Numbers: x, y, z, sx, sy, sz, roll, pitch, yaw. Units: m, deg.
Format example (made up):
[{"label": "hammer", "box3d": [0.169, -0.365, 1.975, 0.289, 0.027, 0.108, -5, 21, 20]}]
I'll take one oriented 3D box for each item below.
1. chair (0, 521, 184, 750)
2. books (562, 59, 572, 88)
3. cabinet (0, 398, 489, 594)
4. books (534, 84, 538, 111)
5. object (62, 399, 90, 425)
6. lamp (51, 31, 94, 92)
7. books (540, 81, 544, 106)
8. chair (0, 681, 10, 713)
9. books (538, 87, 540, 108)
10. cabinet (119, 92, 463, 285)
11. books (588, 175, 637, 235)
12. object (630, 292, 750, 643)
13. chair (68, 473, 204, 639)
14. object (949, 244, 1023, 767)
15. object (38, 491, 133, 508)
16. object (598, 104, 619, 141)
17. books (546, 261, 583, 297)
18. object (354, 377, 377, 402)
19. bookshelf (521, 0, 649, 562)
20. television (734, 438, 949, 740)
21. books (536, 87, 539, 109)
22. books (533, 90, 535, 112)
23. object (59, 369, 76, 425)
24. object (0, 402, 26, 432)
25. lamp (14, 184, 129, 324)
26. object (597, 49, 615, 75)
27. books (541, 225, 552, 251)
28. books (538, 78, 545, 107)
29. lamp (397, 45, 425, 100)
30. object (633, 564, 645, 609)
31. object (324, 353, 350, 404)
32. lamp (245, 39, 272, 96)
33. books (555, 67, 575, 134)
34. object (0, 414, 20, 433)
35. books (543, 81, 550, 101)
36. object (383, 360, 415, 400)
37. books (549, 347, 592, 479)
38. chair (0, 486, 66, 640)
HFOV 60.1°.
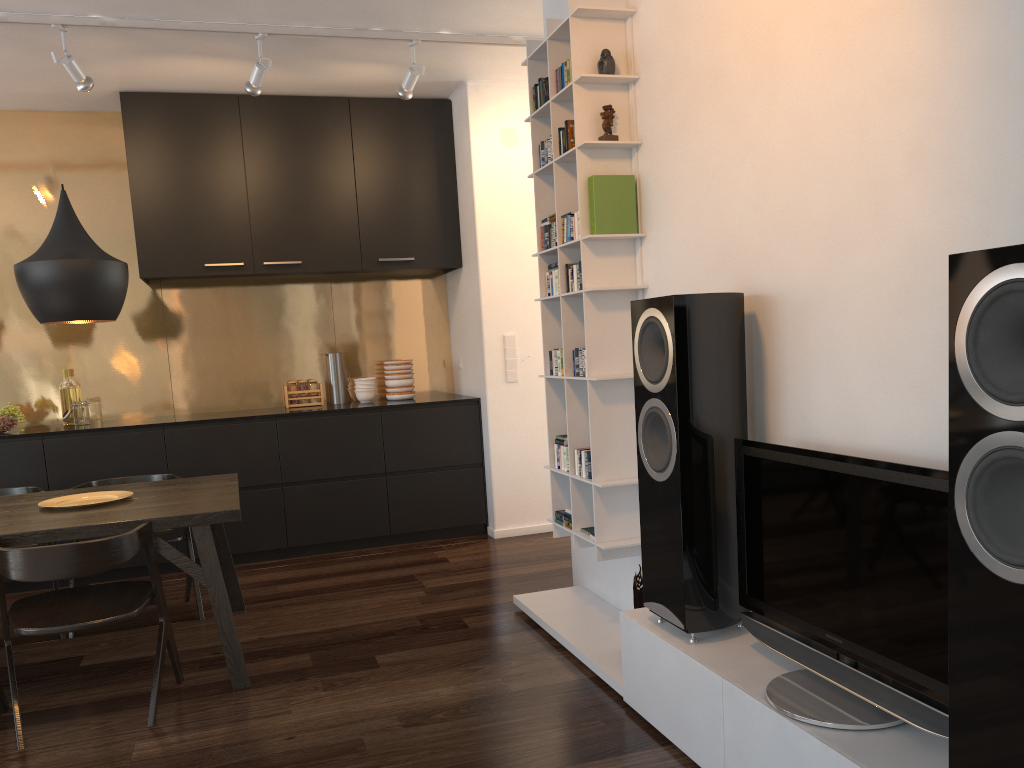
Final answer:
[{"label": "chair", "box3d": [-1.506, 0.845, 3.114, 0.592, 0.676, 0.517, -5, 6, -19]}, {"label": "books", "box3d": [0.260, -1.153, 3.281, 0.101, 0.111, 0.160, -5, 4, -17]}, {"label": "cabinet", "box3d": [-2.687, 0.709, 5.292, 5.053, 0.908, 0.728, -4, 5, -17]}, {"label": "books", "box3d": [0.127, -1.161, 3.596, 0.069, 0.108, 0.023, -5, 7, -17]}, {"label": "object", "box3d": [-2.619, 0.172, 5.332, 0.176, 0.153, 0.088, -7, 7, -40]}, {"label": "lamp", "box3d": [-1.760, -0.727, 4.897, 0.089, 1.862, 1.820, -1, 5, 17]}, {"label": "books", "box3d": [0.151, -1.156, 3.525, 0.074, 0.100, 0.019, -5, 7, -17]}, {"label": "chair", "box3d": [-2.089, 0.889, 2.934, 0.592, 0.676, 0.517, -5, 6, -17]}, {"label": "books", "box3d": [0.140, -1.153, 3.567, 0.069, 0.093, 0.013, -5, 7, -17]}, {"label": "cabinet", "box3d": [-1.351, -1.221, 5.617, 1.951, 1.059, 0.528, -5, 6, -17]}, {"label": "books", "box3d": [0.369, -0.652, 3.246, 0.165, 0.216, 0.049, -5, 7, -17]}, {"label": "object", "box3d": [0.559, 0.243, 2.654, 0.280, 1.011, 0.293, -5, 7, -17]}, {"label": "chair", "box3d": [-1.838, 0.809, 4.299, 0.592, 0.676, 0.517, -5, 6, -18]}, {"label": "object", "box3d": [0.938, 0.276, 1.466, 0.280, 1.011, 0.293, -5, 7, -17]}, {"label": "object", "box3d": [-1.749, 0.479, 3.637, 0.355, 0.017, 0.354, -4, 3, -14]}, {"label": "object", "box3d": [0.349, -0.941, 3.204, 0.064, 0.141, 0.045, -6, 7, -26]}, {"label": "books", "box3d": [0.262, -0.417, 3.519, 0.122, 0.113, 0.465, -5, 3, -17]}, {"label": "object", "box3d": [-0.982, 0.041, 5.935, 0.158, 0.161, 0.153, -3, 5, 11]}, {"label": "bookshelf", "box3d": [0.299, -0.367, 3.536, 0.226, 2.092, 0.635, -6, 7, -17]}, {"label": "television", "box3d": [0.772, 0.459, 2.083, 0.345, 0.605, 0.783, -3, 4, 1]}, {"label": "books", "box3d": [0.135, -1.153, 3.580, 0.069, 0.093, 0.013, -5, 7, -17]}, {"label": "books", "box3d": [0.123, -1.154, 3.615, 0.069, 0.093, 0.013, -5, 7, -17]}, {"label": "object", "box3d": [-2.738, 0.079, 5.453, 0.092, 0.342, 0.091, 2, 9, 39]}, {"label": "object", "box3d": [-2.911, 0.193, 5.033, 0.238, 0.174, 0.177, -6, 5, -32]}, {"label": "lamp", "box3d": [-1.759, -0.518, 3.525, 0.411, 0.545, 0.408, 0, 6, 30]}, {"label": "object", "box3d": [0.339, -1.151, 3.180, 0.060, 0.102, 0.064, -8, 8, -40]}, {"label": "books", "box3d": [0.180, -0.605, 3.667, 0.096, 0.105, 0.101, -5, 5, -17]}, {"label": "books", "box3d": [0.145, -1.164, 3.547, 0.074, 0.116, 0.028, -5, 7, -17]}, {"label": "lamp", "box3d": [-0.502, -1.596, 4.522, 0.084, 0.242, 0.250, -9, 7, -41]}, {"label": "object", "box3d": [0.485, 0.823, 3.210, 0.121, 0.353, 0.211, -5, 6, -17]}, {"label": "object", "box3d": [-1.163, -0.038, 5.929, 0.164, 0.342, 0.113, -5, 7, -14]}, {"label": "lamp", "box3d": [-1.218, -1.542, 4.300, 0.250, 0.242, 0.084, 1, 8, 43]}, {"label": "books", "box3d": [0.255, -1.040, 3.330, 0.107, 0.335, 0.227, -5, 6, -17]}, {"label": "object", "box3d": [-2.923, 0.232, 5.047, 0.219, 0.098, 0.217, -1, 4, 30]}, {"label": "books", "box3d": [0.164, -1.150, 3.485, 0.069, 0.092, 0.046, -5, 6, -17]}, {"label": "object", "box3d": [-0.760, -0.027, 5.975, 0.197, 0.266, 0.197, -8, 7, -43]}, {"label": "books", "box3d": [0.288, 0.109, 3.583, 0.122, 0.515, 0.467, -6, 5, -17]}, {"label": "chair", "box3d": [-2.416, 0.853, 4.120, 0.592, 0.676, 0.517, -5, 6, -19]}]
